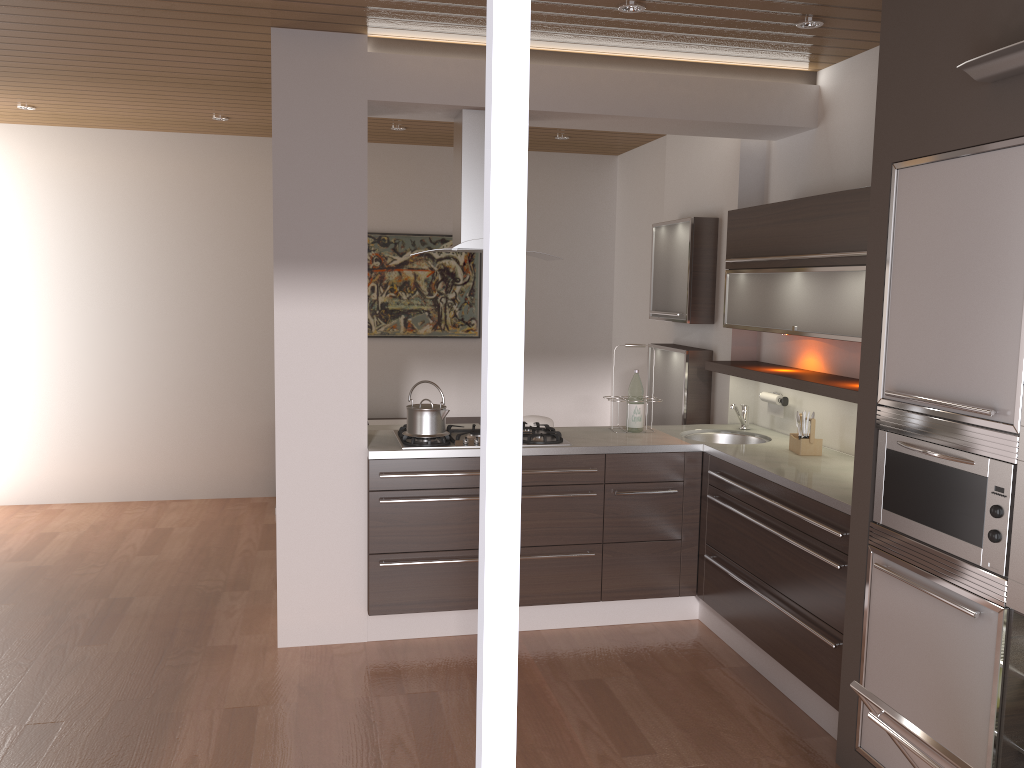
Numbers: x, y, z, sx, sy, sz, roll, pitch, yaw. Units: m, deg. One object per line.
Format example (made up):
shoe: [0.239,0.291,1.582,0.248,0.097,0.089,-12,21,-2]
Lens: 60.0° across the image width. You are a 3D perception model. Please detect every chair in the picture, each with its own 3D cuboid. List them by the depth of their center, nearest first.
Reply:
chair: [-0.042,0.638,5.340,0.608,0.847,0.491,-5,8,-42]

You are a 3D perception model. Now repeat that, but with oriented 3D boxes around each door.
door: [-0.009,0.224,0.623,2.300,2.700,0.101,0,6,-12]

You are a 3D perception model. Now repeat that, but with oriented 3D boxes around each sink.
sink: [1.080,0.281,4.523,0.450,0.347,0.494,0,6,-7]

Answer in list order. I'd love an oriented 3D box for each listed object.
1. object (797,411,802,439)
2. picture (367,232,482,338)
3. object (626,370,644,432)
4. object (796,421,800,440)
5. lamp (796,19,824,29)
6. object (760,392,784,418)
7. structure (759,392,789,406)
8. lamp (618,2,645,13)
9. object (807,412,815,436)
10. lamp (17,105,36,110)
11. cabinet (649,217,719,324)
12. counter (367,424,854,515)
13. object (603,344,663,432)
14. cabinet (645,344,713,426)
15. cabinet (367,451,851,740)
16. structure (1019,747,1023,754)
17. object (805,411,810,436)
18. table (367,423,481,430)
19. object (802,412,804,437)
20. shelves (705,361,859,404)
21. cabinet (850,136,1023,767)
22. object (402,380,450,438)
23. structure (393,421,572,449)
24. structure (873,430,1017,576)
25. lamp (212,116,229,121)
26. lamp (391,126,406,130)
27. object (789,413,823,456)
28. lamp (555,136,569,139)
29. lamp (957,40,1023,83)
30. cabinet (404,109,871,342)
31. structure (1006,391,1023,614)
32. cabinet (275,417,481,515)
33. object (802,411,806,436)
object: [1.303,0.218,4.022,0.042,0.192,0.040,5,8,34]
picture: [-0.867,-0.756,6.841,1.277,0.801,0.018,0,6,-12]
object: [0.637,0.086,4.574,0.091,0.319,0.091,4,7,22]
object: [1.314,0.228,4.049,0.019,0.178,0.044,-4,8,-37]
lamp: [1.180,-1.448,3.508,0.102,0.055,0.102,3,6,15]
object: [1.345,0.108,4.592,0.053,0.119,0.165,0,6,-13]
structure: [1.373,0.075,4.580,0.087,0.049,0.237,0,6,-12]
lamp: [0.452,-1.443,3.347,0.102,0.055,0.102,-4,8,-40]
object: [1.352,0.219,4.024,0.042,0.192,0.040,6,8,35]
lamp: [-3.028,-1.747,5.528,0.102,0.055,0.102,-2,7,-29]
cabinet: [0.949,-0.670,5.273,0.172,0.600,0.619,-2,7,-27]
counter: [0.490,0.347,3.813,2.150,0.036,1.850,0,6,-12]
object: [0.632,0.017,4.619,0.291,0.453,0.210,0,6,-7]
cabinet: [0.989,0.073,5.385,0.194,0.600,0.598,0,6,-12]
cabinet: [0.482,0.798,3.862,2.150,0.870,1.850,0,6,-12]
structure: [1.666,1.018,2.166,0.479,0.012,0.583,0,6,-12]
object: [1.340,0.220,4.035,0.020,0.196,0.017,2,6,10]
table: [-0.496,0.694,5.154,0.800,0.758,1.100,0,6,-12]
object: [1.321,0.221,4.024,0.023,0.196,0.018,0,6,-11]
shelves: [1.406,-0.001,3.976,0.313,0.050,1.850,0,6,-12]
cabinet: [1.446,0.372,2.043,1.047,1.948,1.796,0,6,-12]
object: [-0.398,0.108,4.120,0.221,0.251,0.221,-1,7,-20]
structure: [-0.158,0.241,4.308,0.797,0.047,0.494,0,6,-12]
structure: [1.240,0.329,2.607,0.049,0.301,0.569,0,6,-12]
lamp: [-1.900,-1.753,5.777,0.102,0.055,0.102,-2,7,-29]
lamp: [-0.772,-1.760,6.026,0.102,0.055,0.102,2,6,4]
object: [1.351,0.231,4.074,0.100,0.170,0.173,1,6,-1]
lamp: [0.356,-1.767,6.275,0.102,0.055,0.102,2,6,4]
lamp: [1.328,-0.768,1.868,0.139,0.033,1.020,0,6,-12]
cabinet: [0.593,-0.728,3.768,2.058,1.032,1.399,0,6,-9]
structure: [1.355,0.327,2.018,0.066,0.583,0.582,0,6,-12]
cabinet: [-0.882,0.592,6.706,1.740,0.608,0.540,0,6,-12]
object: [1.332,0.219,4.044,0.018,0.196,0.022,0,6,-11]
